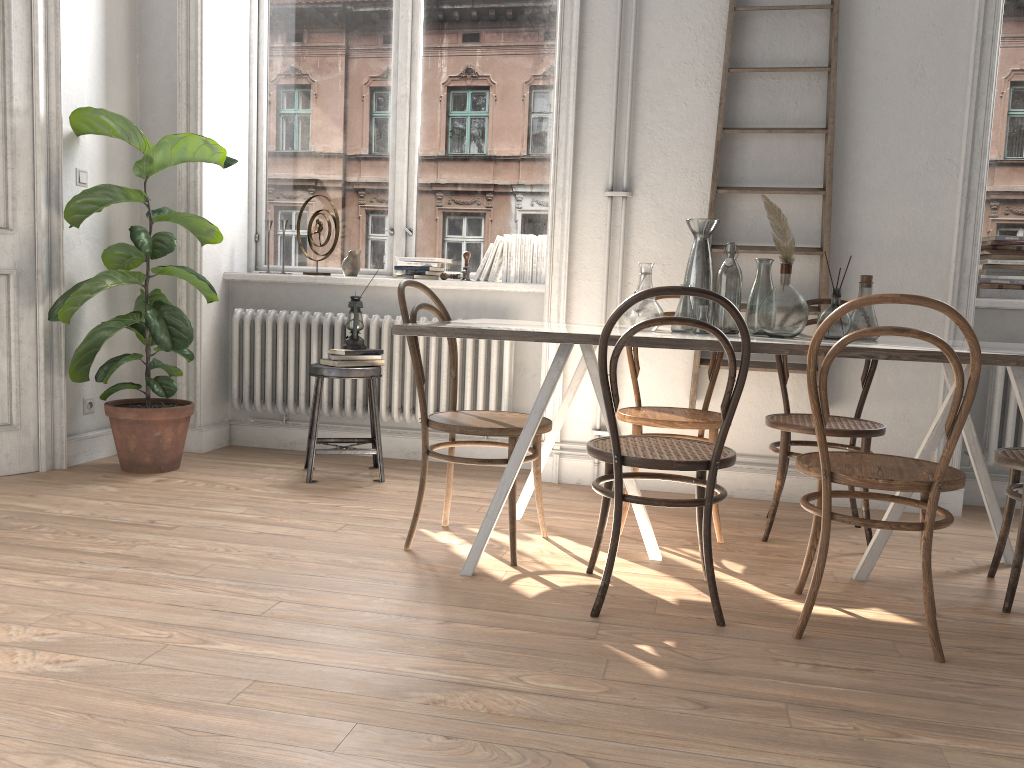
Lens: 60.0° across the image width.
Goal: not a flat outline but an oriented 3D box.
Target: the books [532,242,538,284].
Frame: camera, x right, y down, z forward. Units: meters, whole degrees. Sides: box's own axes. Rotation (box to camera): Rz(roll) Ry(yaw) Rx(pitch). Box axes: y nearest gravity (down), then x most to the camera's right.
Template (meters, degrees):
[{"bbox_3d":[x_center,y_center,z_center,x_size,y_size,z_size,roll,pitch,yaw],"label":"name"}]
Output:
[{"bbox_3d":[0.130,-0.614,4.525,0.020,0.205,0.155,4,6,12],"label":"books"}]

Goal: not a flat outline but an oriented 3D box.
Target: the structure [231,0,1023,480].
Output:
[{"bbox_3d":[1.106,-1.715,3.956,5.181,4.478,0.340,4,6,12],"label":"structure"}]

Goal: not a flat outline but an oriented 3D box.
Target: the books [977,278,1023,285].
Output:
[{"bbox_3d":[2.251,-0.466,4.057,0.249,0.023,0.175,4,6,12],"label":"books"}]

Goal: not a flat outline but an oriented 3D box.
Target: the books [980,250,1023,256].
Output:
[{"bbox_3d":[2.268,-0.596,4.054,0.243,0.019,0.174,4,6,12],"label":"books"}]

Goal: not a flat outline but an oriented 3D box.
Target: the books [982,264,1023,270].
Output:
[{"bbox_3d":[2.270,-0.530,4.059,0.205,0.022,0.155,5,6,26],"label":"books"}]

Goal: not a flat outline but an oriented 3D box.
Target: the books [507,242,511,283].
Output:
[{"bbox_3d":[0.003,-0.622,4.551,0.020,0.205,0.155,4,6,12],"label":"books"}]

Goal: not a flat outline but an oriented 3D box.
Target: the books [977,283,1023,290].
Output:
[{"bbox_3d":[2.250,-0.443,4.059,0.249,0.023,0.175,3,6,7],"label":"books"}]

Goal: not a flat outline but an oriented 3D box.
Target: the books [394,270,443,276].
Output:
[{"bbox_3d":[-0.487,-0.582,4.645,0.205,0.022,0.155,6,7,32],"label":"books"}]

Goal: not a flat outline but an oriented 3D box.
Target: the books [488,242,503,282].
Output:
[{"bbox_3d":[-0.069,-0.625,4.566,0.072,0.203,0.155,4,6,12],"label":"books"}]

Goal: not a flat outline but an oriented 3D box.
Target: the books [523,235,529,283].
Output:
[{"bbox_3d":[0.092,-0.637,4.552,0.024,0.243,0.175,4,6,12],"label":"books"}]

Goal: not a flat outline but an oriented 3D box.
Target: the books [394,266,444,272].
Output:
[{"bbox_3d":[-0.484,-0.603,4.641,0.221,0.023,0.147,5,6,28],"label":"books"}]

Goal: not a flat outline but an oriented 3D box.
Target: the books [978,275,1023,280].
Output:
[{"bbox_3d":[2.265,-0.485,4.068,0.255,0.014,0.192,4,6,15],"label":"books"}]

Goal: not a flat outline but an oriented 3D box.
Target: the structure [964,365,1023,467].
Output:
[{"bbox_3d":[2.852,0.134,3.838,1.577,0.553,0.194,4,6,12],"label":"structure"}]

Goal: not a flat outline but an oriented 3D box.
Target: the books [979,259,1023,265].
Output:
[{"bbox_3d":[2.275,-0.554,4.061,0.222,0.024,0.158,4,6,12],"label":"books"}]

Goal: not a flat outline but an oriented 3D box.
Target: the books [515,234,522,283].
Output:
[{"bbox_3d":[0.047,-0.638,4.539,0.019,0.244,0.174,4,6,12],"label":"books"}]

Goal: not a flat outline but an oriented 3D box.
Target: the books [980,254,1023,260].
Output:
[{"bbox_3d":[2.272,-0.575,4.054,0.205,0.022,0.155,3,6,7],"label":"books"}]

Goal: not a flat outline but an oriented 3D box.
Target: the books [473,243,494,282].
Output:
[{"bbox_3d":[-0.131,-0.626,4.583,0.105,0.194,0.155,3,6,11],"label":"books"}]

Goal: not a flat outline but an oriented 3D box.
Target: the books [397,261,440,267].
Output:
[{"bbox_3d":[-0.483,-0.623,4.627,0.205,0.020,0.155,3,6,2],"label":"books"}]

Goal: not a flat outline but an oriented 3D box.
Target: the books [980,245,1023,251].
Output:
[{"bbox_3d":[2.260,-0.618,4.053,0.231,0.023,0.162,5,6,27],"label":"books"}]

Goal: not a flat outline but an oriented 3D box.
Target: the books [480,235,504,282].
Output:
[{"bbox_3d":[-0.093,-0.643,4.568,0.100,0.235,0.174,4,6,12],"label":"books"}]

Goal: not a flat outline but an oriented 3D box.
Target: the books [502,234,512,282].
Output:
[{"bbox_3d":[-0.017,-0.644,4.575,0.024,0.243,0.175,4,6,12],"label":"books"}]

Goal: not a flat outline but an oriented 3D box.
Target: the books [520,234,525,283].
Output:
[{"bbox_3d":[0.070,-0.638,4.552,0.019,0.244,0.174,4,6,12],"label":"books"}]

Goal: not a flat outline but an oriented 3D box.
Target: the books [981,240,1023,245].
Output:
[{"bbox_3d":[2.274,-0.638,4.048,0.205,0.020,0.155,4,6,12],"label":"books"}]

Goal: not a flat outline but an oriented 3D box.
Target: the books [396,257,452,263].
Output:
[{"bbox_3d":[-0.459,-0.648,4.640,0.243,0.019,0.174,5,6,22],"label":"books"}]

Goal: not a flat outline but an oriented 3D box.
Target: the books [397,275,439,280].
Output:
[{"bbox_3d":[-0.493,-0.560,4.652,0.147,0.023,0.221,-1,6,-29],"label":"books"}]

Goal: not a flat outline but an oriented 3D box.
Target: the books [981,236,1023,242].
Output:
[{"bbox_3d":[2.272,-0.661,4.056,0.201,0.024,0.159,3,6,2],"label":"books"}]

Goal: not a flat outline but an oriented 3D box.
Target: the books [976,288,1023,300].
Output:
[{"bbox_3d":[2.247,-0.410,4.064,0.248,0.043,0.192,4,6,12],"label":"books"}]

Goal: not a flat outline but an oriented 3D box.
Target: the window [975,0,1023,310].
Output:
[{"bbox_3d":[9.979,-6.022,5.114,14.383,15.950,26.377,4,6,12],"label":"window"}]

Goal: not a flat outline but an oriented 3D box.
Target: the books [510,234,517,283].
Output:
[{"bbox_3d":[0.024,-0.638,4.535,0.024,0.243,0.175,4,6,12],"label":"books"}]

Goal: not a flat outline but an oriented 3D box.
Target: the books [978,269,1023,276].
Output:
[{"bbox_3d":[2.265,-0.506,4.067,0.245,0.028,0.193,3,6,7],"label":"books"}]

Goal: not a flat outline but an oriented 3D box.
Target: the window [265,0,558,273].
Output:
[{"bbox_3d":[-0.547,-2.033,4.698,1.622,2.845,0.013,4,6,12],"label":"window"}]
